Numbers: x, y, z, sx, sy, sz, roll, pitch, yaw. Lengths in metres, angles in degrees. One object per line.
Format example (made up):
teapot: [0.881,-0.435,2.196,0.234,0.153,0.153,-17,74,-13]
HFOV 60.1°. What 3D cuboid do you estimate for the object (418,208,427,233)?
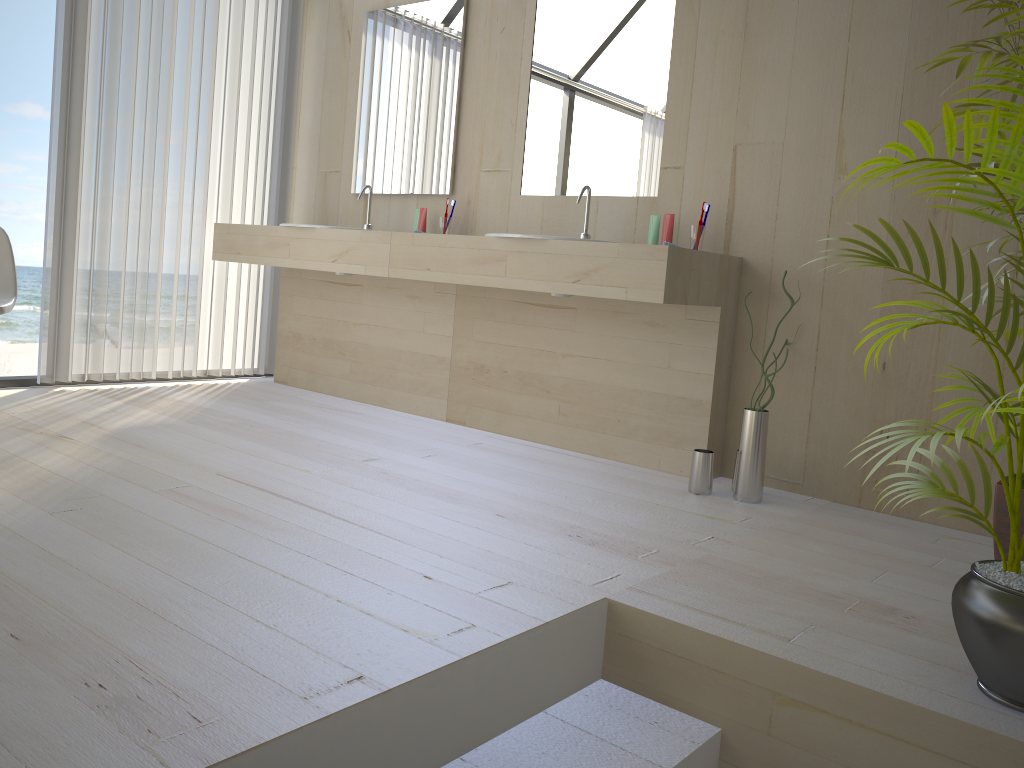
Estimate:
object: [-0.391,-0.700,3.857,0.039,0.134,0.039,5,4,-3]

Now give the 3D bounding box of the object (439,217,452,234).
object: [-0.293,-0.672,3.840,0.058,0.100,0.059,0,6,-45]

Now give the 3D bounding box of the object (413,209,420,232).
object: [-0.421,-0.716,3.967,0.039,0.134,0.039,5,4,-3]

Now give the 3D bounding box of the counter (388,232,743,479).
counter: [0.142,-0.122,3.277,1.210,0.787,0.550,10,7,38]

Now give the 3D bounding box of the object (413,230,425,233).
object: [-0.370,-0.640,3.784,0.104,0.029,0.033,3,6,-11]

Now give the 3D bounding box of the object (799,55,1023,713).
object: [0.882,-0.041,1.441,0.915,1.152,0.755,3,5,-18]

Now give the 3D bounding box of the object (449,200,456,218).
object: [-0.276,-0.713,3.844,0.053,0.174,0.012,3,4,-26]

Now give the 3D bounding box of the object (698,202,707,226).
object: [0.653,-0.540,3.058,0.012,0.177,0.050,4,4,-12]

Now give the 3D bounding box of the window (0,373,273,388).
window: [-2.362,-1.297,2.687,0.748,2.801,4.563,8,7,38]

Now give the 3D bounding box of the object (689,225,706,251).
object: [0.643,-0.502,3.090,0.058,0.100,0.059,1,6,-41]

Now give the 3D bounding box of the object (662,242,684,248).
object: [0.566,-0.470,3.034,0.104,0.029,0.033,3,6,-11]

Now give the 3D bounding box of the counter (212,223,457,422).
counter: [-0.794,-0.293,4.027,1.210,0.787,0.550,10,7,38]

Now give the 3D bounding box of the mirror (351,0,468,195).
mirror: [-0.489,-1.316,4.102,0.656,0.865,0.023,9,5,38]

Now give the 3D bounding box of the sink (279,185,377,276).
sink: [-0.762,-0.697,3.944,0.576,0.417,0.504,10,8,42]

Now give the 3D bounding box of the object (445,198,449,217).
object: [-0.284,-0.710,3.808,0.012,0.177,0.050,4,4,-12]

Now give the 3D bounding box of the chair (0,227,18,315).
chair: [-1.952,-0.399,3.100,0.368,0.346,0.457,3,6,-23]

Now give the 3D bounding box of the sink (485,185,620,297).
sink: [0.174,-0.526,3.194,0.576,0.417,0.504,10,8,42]

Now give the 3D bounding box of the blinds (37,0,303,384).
blinds: [-1.529,-1.054,4.092,0.084,2.062,1.183,8,5,38]

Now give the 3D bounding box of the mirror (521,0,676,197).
mirror: [0.333,-1.171,3.479,0.656,0.865,0.023,9,5,38]

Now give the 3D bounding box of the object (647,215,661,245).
object: [0.515,-0.546,3.216,0.039,0.134,0.039,4,4,-10]

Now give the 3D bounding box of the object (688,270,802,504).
object: [0.785,-0.006,2.910,0.274,0.746,0.407,7,5,26]

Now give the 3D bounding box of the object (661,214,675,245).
object: [0.546,-0.530,3.107,0.039,0.134,0.039,4,4,-10]

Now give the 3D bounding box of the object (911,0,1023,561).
object: [1.342,-0.363,2.033,0.786,1.750,0.940,3,5,-27]

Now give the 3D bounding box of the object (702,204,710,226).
object: [0.661,-0.542,3.094,0.053,0.174,0.012,3,4,-26]
